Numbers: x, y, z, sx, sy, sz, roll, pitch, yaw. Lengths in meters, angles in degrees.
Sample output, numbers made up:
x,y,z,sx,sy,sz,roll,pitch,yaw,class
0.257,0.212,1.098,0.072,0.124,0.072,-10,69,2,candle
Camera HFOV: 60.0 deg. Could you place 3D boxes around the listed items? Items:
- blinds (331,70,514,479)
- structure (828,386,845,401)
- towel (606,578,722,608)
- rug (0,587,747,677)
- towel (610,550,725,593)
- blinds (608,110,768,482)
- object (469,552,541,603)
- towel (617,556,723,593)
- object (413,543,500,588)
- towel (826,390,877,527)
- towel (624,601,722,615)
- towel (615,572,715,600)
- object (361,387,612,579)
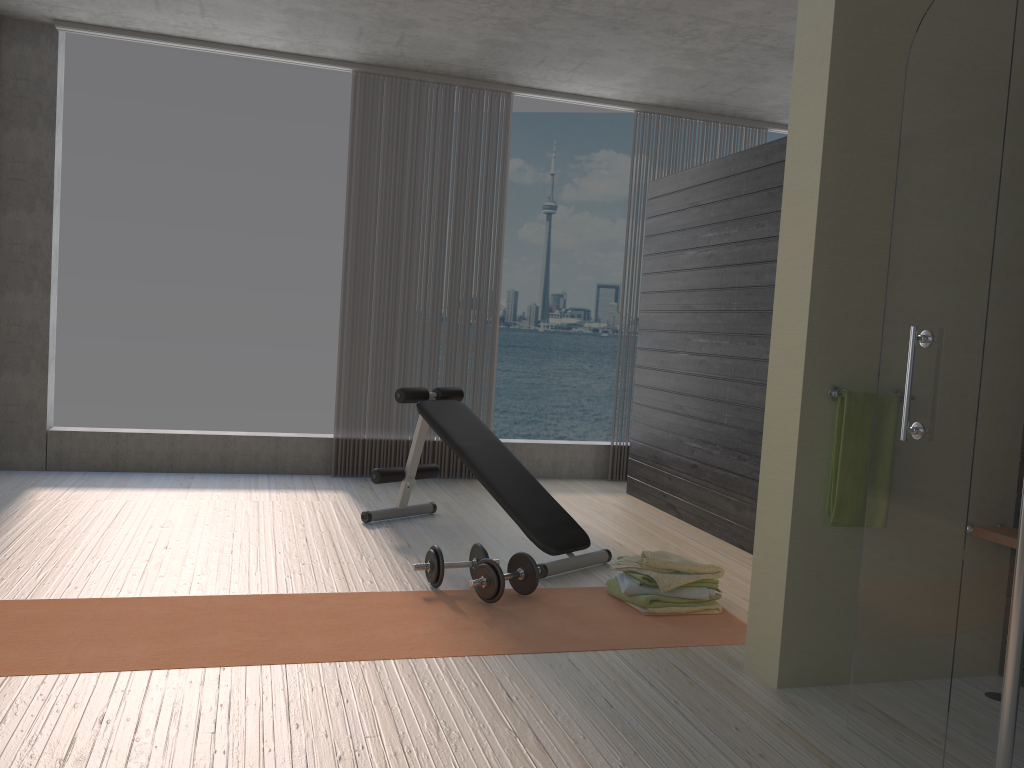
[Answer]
x,y,z,sx,sy,sz,roll,pitch,yaw,class
-0.610,-0.707,6.145,1.133,2.744,0.069,3,4,-16,blinds
1.141,0.038,2.812,0.298,0.046,0.052,3,4,-16,structure
0.620,0.859,3.671,0.380,0.081,0.367,2,4,-19,towel
-0.453,0.864,3.220,2.779,0.002,0.716,3,4,-16,rug
0.643,0.743,3.678,0.384,0.123,0.373,1,4,-33,towel
1.339,-0.619,6.717,1.133,2.744,0.069,3,4,-16,blinds
-0.023,0.776,3.565,0.385,0.176,0.176,0,5,-45,object
0.655,0.797,3.705,0.376,0.085,0.371,3,4,-12,towel
-0.231,0.762,3.732,0.385,0.176,0.176,2,4,-25,object
1.114,0.239,2.799,0.214,0.433,0.070,2,4,-21,towel
0.640,0.883,3.670,0.376,0.044,0.371,3,4,-18,towel
0.632,0.833,3.692,0.383,0.078,0.383,4,4,1,towel
-0.146,0.428,4.479,1.312,0.746,0.505,7,5,43,object
